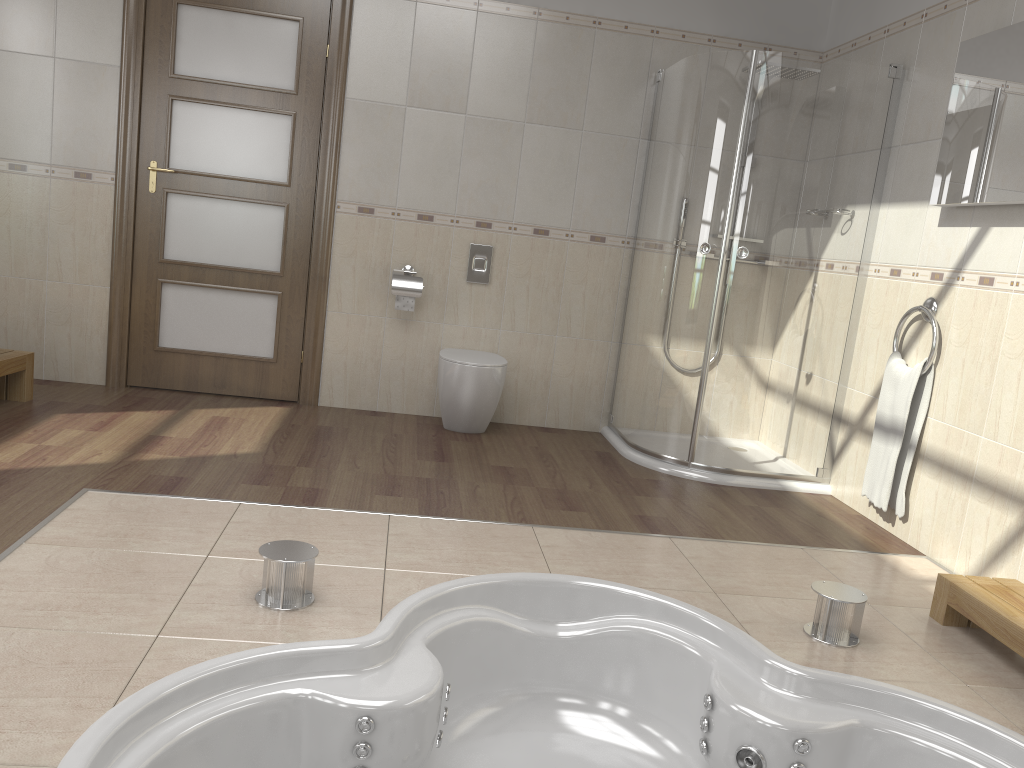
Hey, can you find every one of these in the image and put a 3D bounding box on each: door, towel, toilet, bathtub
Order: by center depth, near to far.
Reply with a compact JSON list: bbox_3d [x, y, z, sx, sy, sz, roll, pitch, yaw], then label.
[{"bbox_3d":[0.197,1.069,1.705,1.754,0.674,1.751,14,12,37],"label":"bathtub"},{"bbox_3d":[1.530,0.193,3.533,0.083,0.635,0.280,6,9,-7],"label":"towel"},{"bbox_3d":[-1.434,-0.945,4.457,0.861,2.026,0.102,5,9,-10],"label":"door"},{"bbox_3d":[-0.219,0.048,4.482,0.337,0.388,0.519,6,9,-7],"label":"toilet"}]

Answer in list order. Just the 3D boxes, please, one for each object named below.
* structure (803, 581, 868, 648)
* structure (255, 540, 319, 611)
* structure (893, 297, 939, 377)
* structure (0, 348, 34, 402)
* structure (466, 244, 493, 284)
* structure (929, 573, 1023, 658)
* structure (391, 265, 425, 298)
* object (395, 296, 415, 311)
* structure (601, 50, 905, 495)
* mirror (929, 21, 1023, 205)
[{"bbox_3d":[0.901,0.640,2.473,0.150,0.131,0.150,4,10,-18],"label":"structure"},{"bbox_3d":[-0.579,0.491,2.282,0.150,0.131,0.150,-1,12,-41],"label":"structure"},{"bbox_3d":[1.596,-0.181,3.483,0.051,0.332,0.291,6,9,-7],"label":"structure"},{"bbox_3d":[-2.473,0.046,3.318,0.620,0.220,1.450,7,9,-2],"label":"structure"},{"bbox_3d":[-0.169,-0.626,4.627,0.120,0.200,0.010,6,9,-7],"label":"structure"},{"bbox_3d":[1.488,0.768,2.104,0.260,0.140,1.280,6,9,-7],"label":"structure"},{"bbox_3d":[-0.529,-0.527,4.531,0.170,0.151,0.154,6,9,-7],"label":"structure"},{"bbox_3d":[-0.541,-0.452,4.519,0.098,0.151,0.090,6,9,-7],"label":"object"},{"bbox_3d":[1.094,-0.549,4.326,0.900,1.917,0.900,6,9,-7],"label":"structure"},{"bbox_3d":[1.834,-0.668,1.589,0.005,0.600,3.600,6,9,-7],"label":"mirror"}]
